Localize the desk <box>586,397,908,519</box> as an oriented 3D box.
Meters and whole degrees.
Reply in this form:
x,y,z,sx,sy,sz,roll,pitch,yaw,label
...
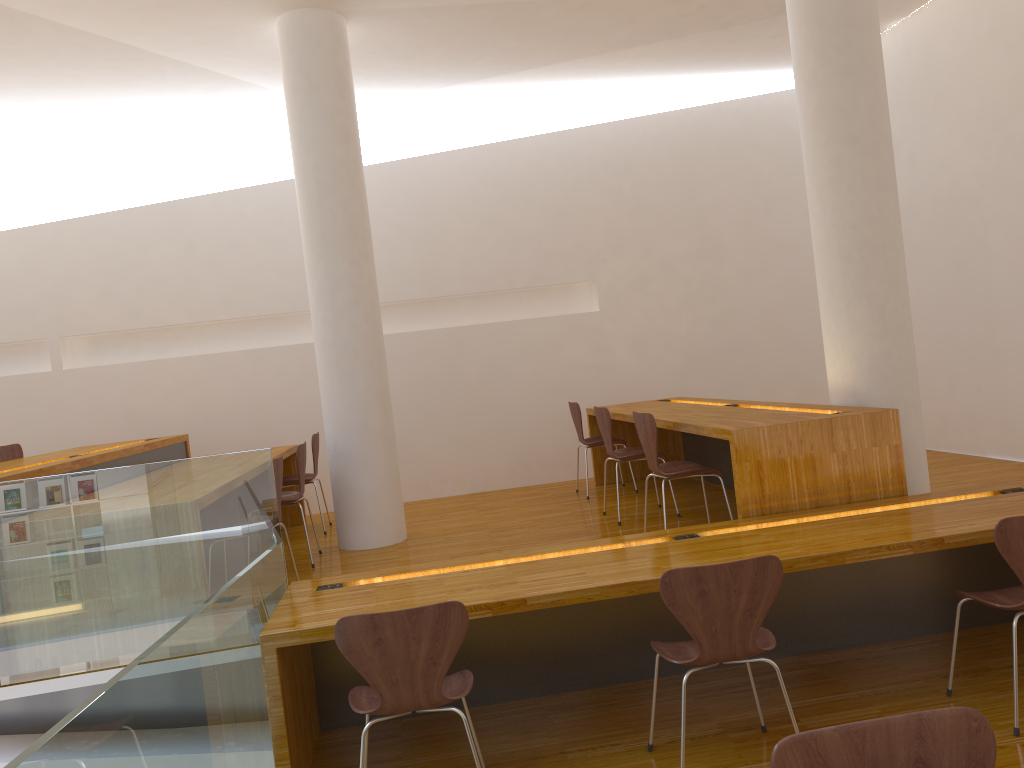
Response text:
x,y,z,sx,sy,sz,roll,pitch,yaw,label
1.170,0.450,5.418,0.760,0.606,3.185,-7,1,-6,desk

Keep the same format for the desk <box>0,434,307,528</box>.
x,y,z,sx,sy,sz,roll,pitch,yaw,label
-2.166,0.760,5.004,1.527,0.785,3.243,-7,1,-6,desk

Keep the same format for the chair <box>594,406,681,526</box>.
x,y,z,sx,sy,sz,roll,pitch,yaw,label
0.742,0.461,5.394,0.381,0.693,0.428,-7,1,-6,chair

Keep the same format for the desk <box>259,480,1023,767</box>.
x,y,z,sx,sy,sz,roll,pitch,yaw,label
0.762,0.910,3.367,3.185,0.606,0.760,-7,1,-6,desk

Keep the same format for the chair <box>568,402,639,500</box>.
x,y,z,sx,sy,sz,roll,pitch,yaw,label
0.654,0.454,6.510,0.381,0.693,0.428,-7,1,-6,chair

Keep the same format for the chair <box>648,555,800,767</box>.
x,y,z,sx,sy,sz,roll,pitch,yaw,label
0.653,0.882,2.863,0.428,0.693,0.381,-7,1,-6,chair

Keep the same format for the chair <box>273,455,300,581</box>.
x,y,z,sx,sy,sz,roll,pitch,yaw,label
-1.245,0.711,4.191,0.381,0.693,0.428,-7,1,-6,chair

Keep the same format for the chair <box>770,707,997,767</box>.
x,y,z,sx,sy,sz,roll,pitch,yaw,label
0.666,0.904,1.306,0.428,0.693,0.381,-7,1,-6,chair

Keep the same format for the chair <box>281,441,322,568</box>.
x,y,z,sx,sy,sz,roll,pitch,yaw,label
-1.355,0.709,5.156,0.381,0.693,0.428,-7,1,-6,chair

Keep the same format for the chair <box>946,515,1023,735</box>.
x,y,z,sx,sy,sz,roll,pitch,yaw,label
1.753,0.752,3.027,0.428,0.693,0.381,-7,1,-6,chair

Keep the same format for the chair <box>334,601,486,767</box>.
x,y,z,sx,sy,sz,roll,pitch,yaw,label
-0.305,0.995,2.754,0.428,0.693,0.381,-7,1,-6,chair

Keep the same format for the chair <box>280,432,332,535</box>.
x,y,z,sx,sy,sz,roll,pitch,yaw,label
-1.519,0.711,6.263,0.381,0.693,0.428,-7,1,-6,chair

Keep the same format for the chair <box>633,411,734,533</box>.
x,y,z,sx,sy,sz,roll,pitch,yaw,label
0.852,0.463,4.429,0.381,0.693,0.428,-7,1,-6,chair

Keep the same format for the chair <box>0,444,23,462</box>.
x,y,z,sx,sy,sz,roll,pitch,yaw,label
-3.232,0.740,6.068,0.381,0.693,0.428,-7,1,-6,chair
